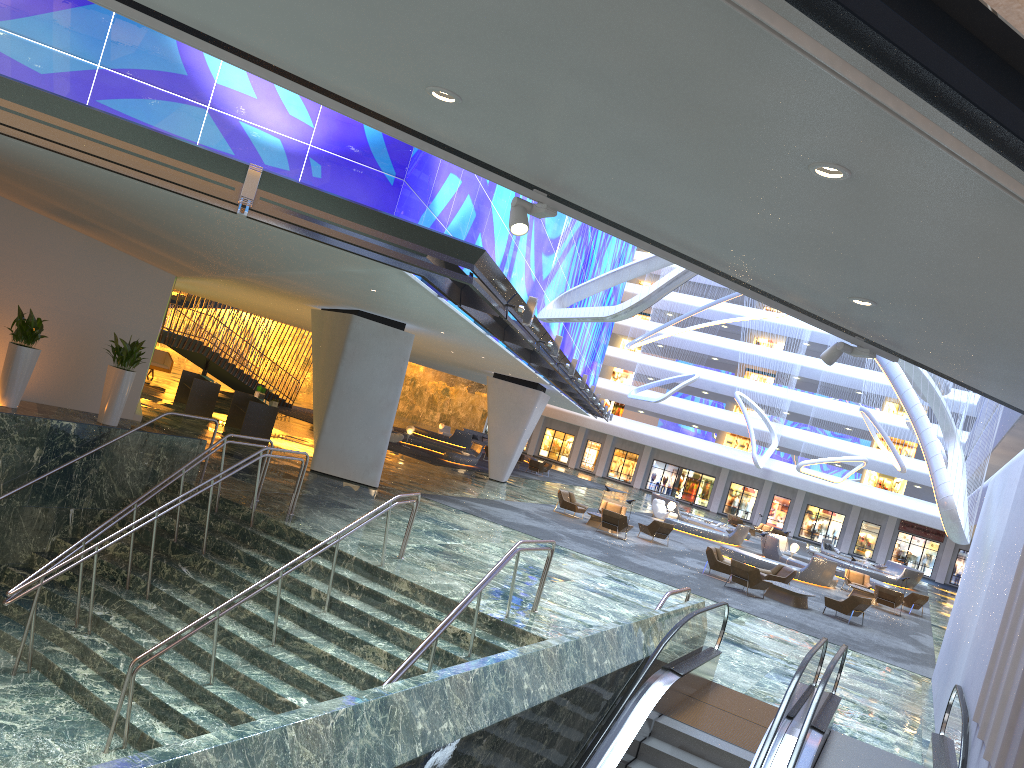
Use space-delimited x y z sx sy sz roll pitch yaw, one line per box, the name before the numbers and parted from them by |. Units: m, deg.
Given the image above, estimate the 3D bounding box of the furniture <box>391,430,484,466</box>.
furniture | -5.546 2.173 42.251 9.881 0.969 5.212 15 -3 43

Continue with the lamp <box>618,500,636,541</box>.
lamp | 3.518 4.145 27.207 0.382 1.300 0.203 16 0 43

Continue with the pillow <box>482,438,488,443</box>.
pillow | -1.732 3.949 61.402 0.690 0.262 0.880 16 -2 17

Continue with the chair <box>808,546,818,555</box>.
chair | 16.524 9.164 48.588 0.493 0.501 0.584 17 -1 -30

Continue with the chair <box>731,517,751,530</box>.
chair | 12.781 7.971 49.778 0.942 0.766 0.926 17 -1 -23

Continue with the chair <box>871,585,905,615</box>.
chair | 12.313 7.076 29.048 0.925 0.766 0.943 16 -1 32

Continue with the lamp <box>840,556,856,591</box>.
lamp | 12.276 6.905 32.332 0.201 1.300 0.386 16 0 43

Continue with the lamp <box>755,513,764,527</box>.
lamp | 14.580 8.319 52.528 0.385 1.300 0.201 16 0 -12

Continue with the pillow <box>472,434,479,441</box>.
pillow | -2.566 3.641 61.009 0.313 0.386 0.788 16 -2 42

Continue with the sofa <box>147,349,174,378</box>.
sofa | -15.904 -1.143 36.705 3.433 1.180 1.057 18 -2 -38

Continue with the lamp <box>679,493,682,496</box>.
lamp | 8.831 6.449 47.555 0.202 1.300 0.383 16 0 -20

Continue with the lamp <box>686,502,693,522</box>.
lamp | 7.910 5.894 39.780 0.202 1.300 0.384 16 0 2

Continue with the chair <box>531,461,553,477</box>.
chair | 1.669 4.706 49.754 0.942 0.766 0.926 17 -1 -25

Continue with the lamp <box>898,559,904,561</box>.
lamp | 20.381 9.811 46.720 0.382 1.300 0.202 16 0 26

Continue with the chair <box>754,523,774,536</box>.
chair | 14.854 8.673 52.338 0.925 0.766 0.943 15 -2 45

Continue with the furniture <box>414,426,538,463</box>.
furniture | -2.539 3.626 57.858 5.162 0.969 9.977 15 -3 43

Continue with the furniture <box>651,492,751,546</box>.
furniture | 8.756 6.376 42.306 5.171 0.969 9.959 16 -2 18

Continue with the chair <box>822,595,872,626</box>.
chair | 8.749 5.814 23.154 0.934 0.766 0.934 17 -2 -39

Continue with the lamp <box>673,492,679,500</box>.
lamp | 8.224 6.185 45.227 0.383 1.300 0.202 16 0 19

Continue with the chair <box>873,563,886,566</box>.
chair | 20.214 10.095 48.155 0.933 0.766 0.935 17 -1 -31

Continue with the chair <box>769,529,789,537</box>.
chair | 15.141 8.686 50.397 0.929 0.766 0.940 16 -1 4

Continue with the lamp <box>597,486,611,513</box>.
lamp | 3.136 4.160 30.689 0.201 1.300 0.386 16 0 43

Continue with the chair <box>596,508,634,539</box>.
chair | 3.172 4.331 27.405 0.925 0.766 0.943 16 -1 32

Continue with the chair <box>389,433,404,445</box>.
chair | -5.515 2.194 40.412 1.160 0.882 0.727 17 -1 -20

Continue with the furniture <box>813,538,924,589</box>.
furniture | 19.051 9.590 47.513 5.168 0.969 9.965 16 -2 23

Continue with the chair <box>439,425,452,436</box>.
chair | -4.326 3.179 57.804 0.731 0.882 1.154 17 -1 -20

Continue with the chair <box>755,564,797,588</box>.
chair | 7.500 5.527 25.332 0.940 0.766 0.928 17 -1 -12

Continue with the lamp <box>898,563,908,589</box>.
lamp | 18.942 9.250 42.950 0.202 1.300 0.383 16 0 -14

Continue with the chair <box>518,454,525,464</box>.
chair | 0.205 4.305 50.545 0.929 0.766 0.939 16 -1 -1

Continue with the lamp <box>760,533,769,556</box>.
lamp | 8.689 5.800 30.932 0.382 1.300 0.203 16 0 43

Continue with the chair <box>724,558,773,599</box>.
chair | 6.061 5.012 22.792 0.943 0.766 0.925 17 -2 -37

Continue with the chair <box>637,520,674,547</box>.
chair | 4.758 4.867 29.328 0.933 0.766 0.935 17 -1 -31

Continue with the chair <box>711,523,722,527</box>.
chair | 9.740 7.028 44.643 1.787 0.501 0.585 17 -1 -10

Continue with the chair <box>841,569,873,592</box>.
chair | 12.592 7.280 32.387 0.928 0.766 0.940 16 -1 10

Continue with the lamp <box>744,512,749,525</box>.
lamp | 12.969 7.733 49.454 0.202 1.300 0.383 16 0 -11

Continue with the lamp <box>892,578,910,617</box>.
lamp | 12.659 6.890 28.851 0.382 1.300 0.203 16 0 43

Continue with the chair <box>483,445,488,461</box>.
chair | -1.115 3.827 48.079 0.939 0.766 0.929 16 -1 -3

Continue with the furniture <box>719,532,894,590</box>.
furniture | 11.226 6.827 34.758 5.162 0.969 9.977 15 -3 43

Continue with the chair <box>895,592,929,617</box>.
chair | 13.899 7.612 30.971 0.933 0.766 0.935 17 -1 -31

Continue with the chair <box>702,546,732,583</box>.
chair | 5.798 4.996 24.488 0.935 0.766 0.933 16 -1 28

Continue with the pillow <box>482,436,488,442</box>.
pillow | -1.749 3.906 61.597 0.777 0.366 0.316 17 -1 -23

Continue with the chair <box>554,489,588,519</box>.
chair | 1.990 4.077 29.948 0.934 0.766 0.934 16 -2 34

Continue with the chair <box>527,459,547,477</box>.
chair | 1.307 4.529 47.827 0.926 0.766 0.942 16 -1 24

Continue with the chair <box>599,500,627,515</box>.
chair | 3.451 4.535 30.744 0.928 0.766 0.940 16 -1 10

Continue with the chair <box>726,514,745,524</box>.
chair | 13.220 8.201 52.564 0.932 0.766 0.936 17 -1 -20

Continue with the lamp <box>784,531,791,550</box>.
lamp | 11.830 6.999 38.503 0.382 1.300 0.203 16 0 43

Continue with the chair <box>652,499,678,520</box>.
chair | 7.140 5.951 41.490 1.152 0.882 0.732 15 -2 45
